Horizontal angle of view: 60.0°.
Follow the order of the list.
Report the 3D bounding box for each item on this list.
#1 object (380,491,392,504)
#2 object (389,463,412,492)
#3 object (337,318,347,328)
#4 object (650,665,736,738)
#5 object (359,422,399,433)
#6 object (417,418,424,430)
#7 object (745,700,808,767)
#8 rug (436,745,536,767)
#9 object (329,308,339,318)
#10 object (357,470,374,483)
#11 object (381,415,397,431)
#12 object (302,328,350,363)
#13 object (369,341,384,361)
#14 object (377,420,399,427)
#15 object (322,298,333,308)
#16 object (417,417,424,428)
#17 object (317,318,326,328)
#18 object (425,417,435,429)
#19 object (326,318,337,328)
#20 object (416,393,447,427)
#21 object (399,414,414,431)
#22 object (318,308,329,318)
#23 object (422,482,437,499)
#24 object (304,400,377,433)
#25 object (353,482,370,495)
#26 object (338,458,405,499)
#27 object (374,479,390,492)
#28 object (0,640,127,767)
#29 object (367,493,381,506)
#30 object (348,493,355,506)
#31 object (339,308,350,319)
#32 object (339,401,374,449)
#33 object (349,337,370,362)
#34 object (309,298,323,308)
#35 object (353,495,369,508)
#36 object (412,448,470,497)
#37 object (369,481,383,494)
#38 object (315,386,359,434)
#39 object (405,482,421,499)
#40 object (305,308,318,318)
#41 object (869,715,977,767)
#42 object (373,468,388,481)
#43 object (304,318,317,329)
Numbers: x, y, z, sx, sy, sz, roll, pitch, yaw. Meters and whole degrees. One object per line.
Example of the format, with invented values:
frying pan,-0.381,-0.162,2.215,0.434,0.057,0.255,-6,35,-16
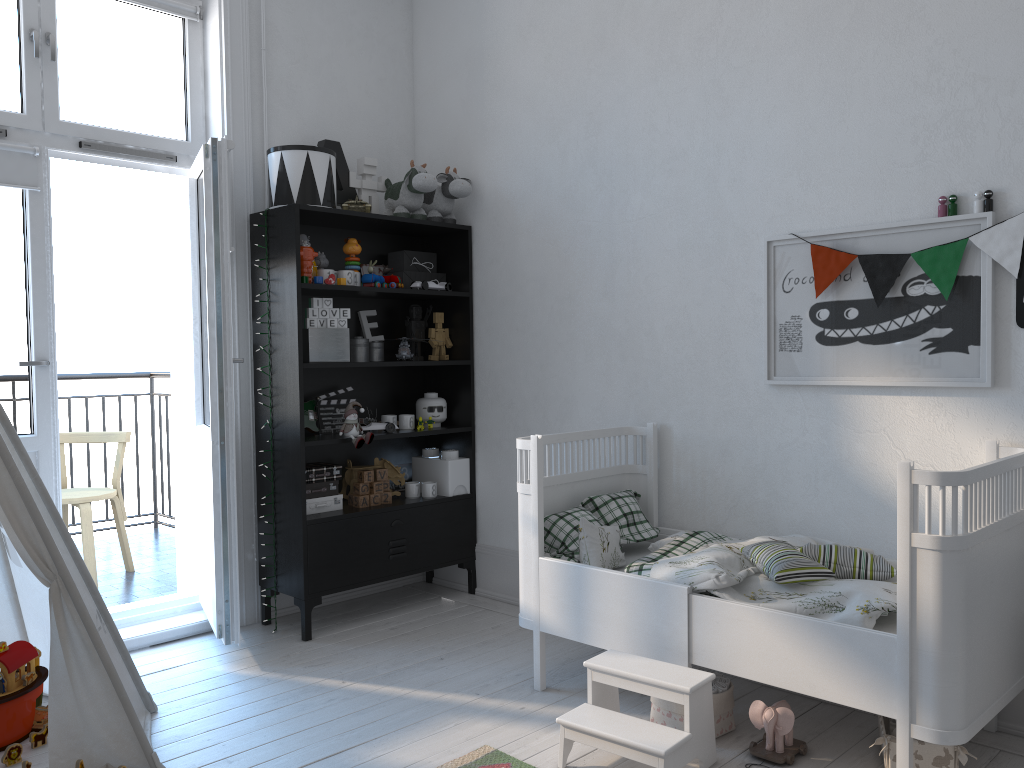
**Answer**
object,-0.543,0.486,3.797,0.050,0.050,0.050,-1,2,-15
object,-0.581,0.440,4.074,0.034,0.120,0.347,1,3,45
object,-0.687,-0.243,3.578,0.040,0.040,0.040,-1,2,-15
object,0.524,0.926,2.585,0.215,0.148,0.240,-2,2,-38
object,-0.597,0.185,3.760,0.230,0.048,0.098,-2,2,-20
object,-0.398,0.175,3.874,0.031,0.054,0.042,-1,2,5
object,0.687,0.929,2.365,0.125,0.152,0.254,1,3,44
rug,0.188,1.038,1.291,2.028,0.016,1.319,1,3,45
object,-0.716,-0.283,3.560,0.040,0.040,0.040,-1,2,-15
object,-0.617,0.389,3.738,0.050,0.050,0.050,1,3,45
object,-0.537,0.170,3.876,0.067,0.067,0.067,-2,2,-31
object,-0.757,-0.155,3.581,0.170,0.138,0.124,-2,2,-30
object,-0.543,-0.146,3.901,0.246,0.091,0.078,1,3,39
object,-0.542,0.182,4.028,0.069,0.034,0.163,1,3,45
object,-0.744,-0.322,3.542,0.040,0.040,0.040,-2,2,-35
object,-0.406,0.173,3.941,0.031,0.054,0.042,1,3,45
object,-0.769,-0.241,3.539,0.040,0.040,0.040,-3,3,-40
object,-0.364,0.172,3.942,0.042,0.054,0.031,-1,2,0
object,-0.727,-0.242,3.555,0.040,0.040,0.040,-2,2,-30
object,-0.368,0.121,4.051,0.139,0.162,0.139,0,2,20
object,-0.461,0.169,3.885,0.067,0.067,0.067,-2,2,-31
object,-0.755,-0.281,3.537,0.040,0.040,0.040,-2,2,-25
object,-0.366,0.470,3.927,0.067,0.067,0.067,-2,2,-31
object,-0.798,0.144,3.805,0.542,0.239,0.093,-3,3,-45
object,-0.634,0.439,3.732,0.050,0.050,0.050,1,3,45
object,-0.625,0.418,3.902,0.337,0.186,0.111,-2,2,-30
object,-0.562,0.436,3.816,0.050,0.050,0.050,1,3,45
object,-1.297,0.889,2.415,0.856,0.284,0.385,1,2,36
object,-0.590,0.488,3.750,0.050,0.050,0.050,-3,3,-40
object,-0.660,0.489,3.757,0.050,0.050,0.050,1,3,45
object,-0.677,-0.284,3.583,0.040,0.040,0.040,-2,2,-20
object,-0.624,0.164,3.565,0.129,0.186,0.110,0,2,32
object,-0.672,-0.152,3.889,0.095,0.110,0.095,-3,3,-41
object,-0.780,-0.321,3.521,0.040,0.040,0.040,-3,3,-40
object,-0.631,0.490,3.708,0.050,0.050,0.050,1,3,45
object,-0.329,0.399,4.078,0.267,0.199,0.132,1,3,45
object,-0.580,0.438,3.759,0.050,0.050,0.050,1,3,45
object,-0.751,0.111,3.815,0.048,0.199,0.200,1,3,45
object,-0.440,0.471,3.931,0.067,0.067,0.067,-2,2,-31
object,-0.794,-0.280,3.514,0.040,0.040,0.040,-2,2,-35
object,1.060,0.918,2.321,0.242,0.163,0.360,0,2,20
object,-0.562,0.387,3.795,0.050,0.050,0.050,-2,2,-25
object,-0.798,-0.240,3.513,0.040,0.040,0.040,-2,2,-30
